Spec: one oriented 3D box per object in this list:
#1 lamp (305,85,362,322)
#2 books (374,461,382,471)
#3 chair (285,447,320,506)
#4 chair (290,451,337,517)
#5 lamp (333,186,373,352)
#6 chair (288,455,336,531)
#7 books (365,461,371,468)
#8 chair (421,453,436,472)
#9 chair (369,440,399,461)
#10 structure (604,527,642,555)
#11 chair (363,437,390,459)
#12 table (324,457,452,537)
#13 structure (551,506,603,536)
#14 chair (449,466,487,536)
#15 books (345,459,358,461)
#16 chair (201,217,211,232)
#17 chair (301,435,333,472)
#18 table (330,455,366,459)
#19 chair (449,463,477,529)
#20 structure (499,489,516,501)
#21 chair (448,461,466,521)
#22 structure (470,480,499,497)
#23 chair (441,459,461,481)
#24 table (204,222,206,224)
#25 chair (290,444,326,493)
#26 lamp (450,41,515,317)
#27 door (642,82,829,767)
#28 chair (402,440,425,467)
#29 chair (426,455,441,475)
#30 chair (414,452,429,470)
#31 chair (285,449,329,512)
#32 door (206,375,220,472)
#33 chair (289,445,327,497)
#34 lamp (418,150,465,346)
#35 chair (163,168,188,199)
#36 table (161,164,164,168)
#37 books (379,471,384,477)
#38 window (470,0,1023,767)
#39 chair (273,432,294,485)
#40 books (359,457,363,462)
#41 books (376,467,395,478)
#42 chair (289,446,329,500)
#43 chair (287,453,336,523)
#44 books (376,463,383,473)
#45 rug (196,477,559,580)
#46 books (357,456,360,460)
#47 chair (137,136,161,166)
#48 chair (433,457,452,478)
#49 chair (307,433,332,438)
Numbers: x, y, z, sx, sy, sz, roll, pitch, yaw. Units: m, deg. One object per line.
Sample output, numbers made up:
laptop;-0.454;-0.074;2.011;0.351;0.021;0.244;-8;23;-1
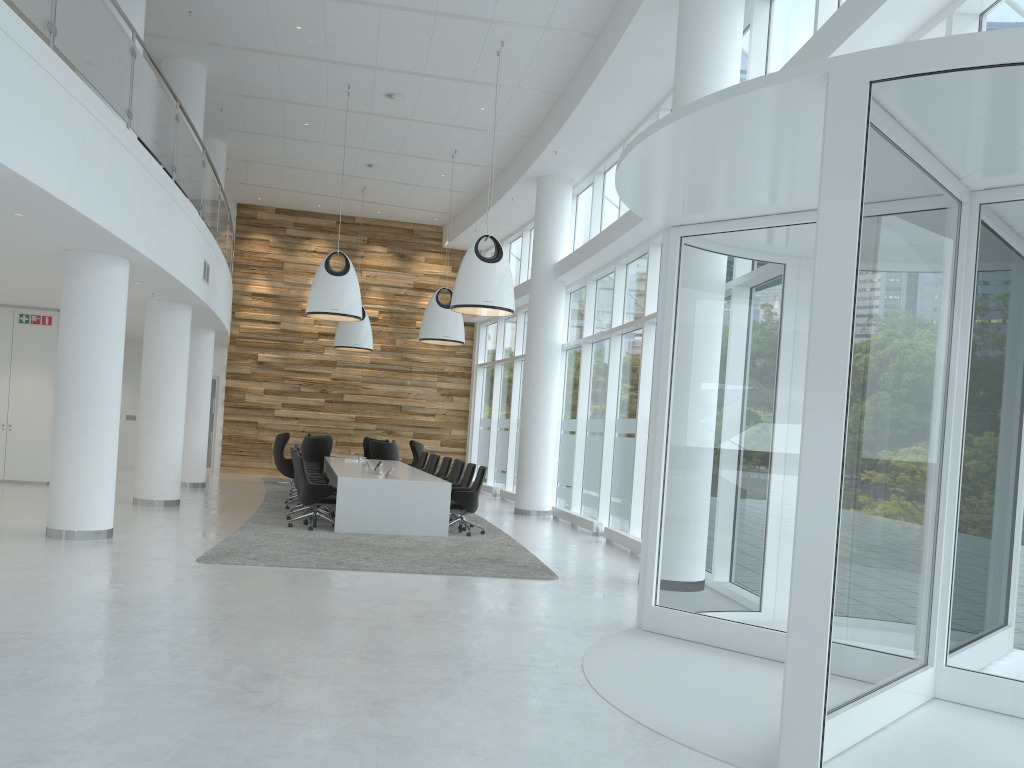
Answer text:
lamp;-2.690;-2.860;13.985;0.882;3.649;0.885;4;1;32
books;-2.303;1.428;15.094;0.139;0.229;0.356;4;-2;-13
chair;-3.467;1.576;15.001;0.674;0.967;0.685;4;-1;-9
chair;-3.013;1.525;13.547;0.674;0.967;0.685;4;-1;-14
lamp;-3.425;-2.581;19.797;0.882;3.649;0.885;4;1;25
chair;-2.630;1.458;11.901;0.675;0.967;0.684;4;-1;-19
books;-2.481;1.456;15.417;0.154;0.238;0.190;4;-1;-13
chair;-1.790;1.806;17.045;0.674;0.967;0.685;4;-1;-14
chair;-2.869;1.752;19.020;0.915;1.153;0.916;3;-1;37
structure;1.609;2.110;11.498;0.150;0.213;2.689;4;-3;-9
chair;-3.337;1.832;20.996;0.913;1.153;0.918;4;-1;7
table;-2.323;1.767;14.903;1.502;0.739;6.555;4;-3;-13
structure;1.048;2.249;14.624;0.150;0.213;2.689;4;-3;-11
chair;-0.684;1.622;12.449;0.674;0.967;0.685;4;-1;-9
books;-3.044;1.442;16.810;0.224;0.026;0.264;4;-3;-4
chair;-5.897;-2.615;16.108;0.915;1.153;0.916;4;-1;-23
chair;-4.023;1.659;18.769;0.913;1.153;0.918;4;-1;7
table;-3.691;1.967;19.863;0.798;0.696;0.800;4;-2;11
chair;-0.871;1.654;13.240;0.674;0.967;0.685;4;-1;-14
structure;0.140;2.403;18.445;0.150;0.213;2.688;4;-3;-15
chair;-1.071;1.685;14.034;0.674;0.967;0.685;4;-1;-14
structure;-0.748;2.514;21.478;0.150;0.213;2.687;4;-3;-18
chair;-1.188;1.720;14.789;0.674;0.967;0.685;4;-1;-9
table;-5.701;-2.446;15.256;0.798;0.754;0.801;3;-2;26
chair;-3.972;1.674;17.342;0.674;0.967;0.685;4;-1;-9
lamp;-0.279;-2.802;12.092;0.882;3.649;0.885;4;1;32
door;2.700;0.381;5.517;2.997;3.111;2.997;4;-1;-4
chair;-2.463;1.846;20.191;0.919;1.153;0.913;4;-1;-23
chair;-1.643;1.771;16.244;0.674;0.967;0.685;4;-1;-14
chair;-2.026;1.838;17.889;0.675;0.967;0.684;4;-1;-19
chair;-3.265;1.547;14.243;0.675;0.967;0.684;4;-1;-19
door;-8.243;0.930;21.966;1.807;2.402;0.132;4;1;-11
chair;-3.785;1.642;16.550;0.674;0.967;0.685;4;-1;-14
lamp;-1.215;-2.598;16.829;0.882;3.649;0.885;4;1;30
chair;-5.024;-2.762;12.451;0.915;1.153;0.916;4;-1;-20
table;-4.872;-2.597;11.589;0.800;0.754;0.798;4;-1;-23
books;-1.838;1.360;12.718;0.144;0.226;0.203;4;-1;-14
window;-19.711;-2.113;15.260;62.788;6.142;30.901;2;-3;26
chair;-4.806;1.652;19.598;0.919;1.153;0.913;4;-1;-23
books;-2.888;1.534;17.129;0.139;0.223;0.162;4;-1;-13
books;-1.891;1.374;13.214;0.230;0.275;0.598;4;-3;7
chair;-3.585;1.611;15.756;0.674;0.967;0.685;4;-1;-14
chair;-2.866;1.489;12.745;0.674;0.967;0.685;4;-1;-14
books;-2.293;1.448;15.116;0.158;0.241;0.352;4;-2;-13
rug;-2.576;2.137;15.201;3.943;0.010;13.445;5;-3;-13
books;-2.972;1.539;17.456;0.153;0.241;0.182;4;-1;-13
chair;-4.733;-2.837;10.767;0.915;1.153;0.916;4;-1;-23
chair;-1.391;1.749;15.547;0.675;0.967;0.684;4;-1;-19
chair;-4.467;1.739;20.720;0.915;1.153;0.916;3;-1;37
